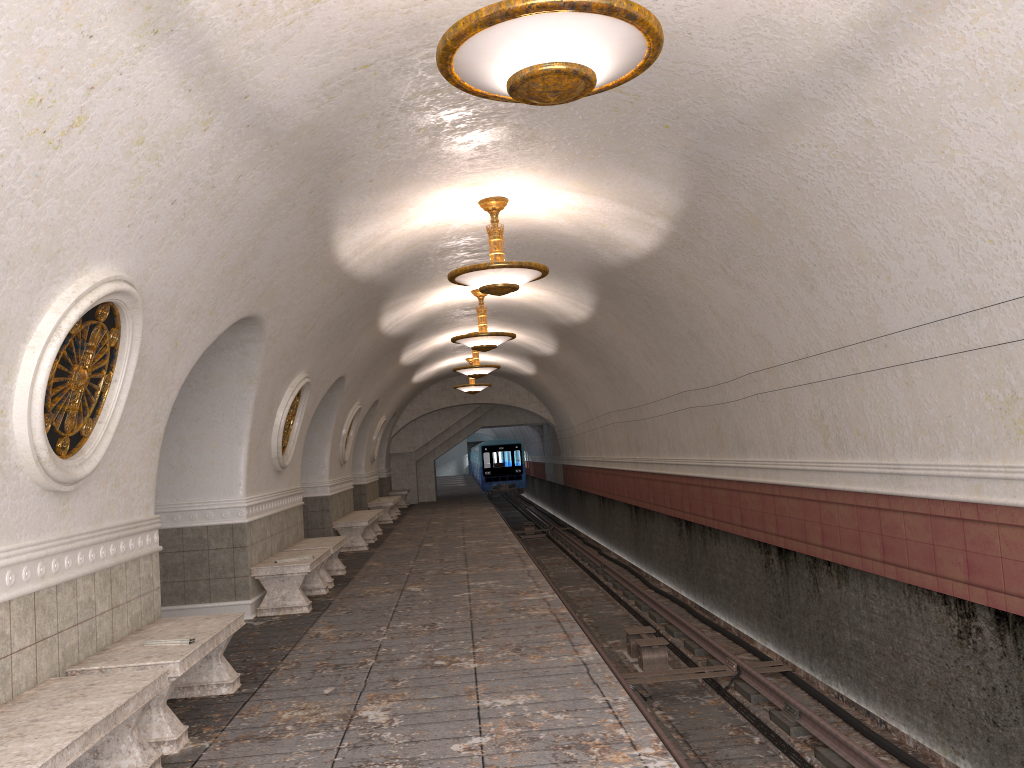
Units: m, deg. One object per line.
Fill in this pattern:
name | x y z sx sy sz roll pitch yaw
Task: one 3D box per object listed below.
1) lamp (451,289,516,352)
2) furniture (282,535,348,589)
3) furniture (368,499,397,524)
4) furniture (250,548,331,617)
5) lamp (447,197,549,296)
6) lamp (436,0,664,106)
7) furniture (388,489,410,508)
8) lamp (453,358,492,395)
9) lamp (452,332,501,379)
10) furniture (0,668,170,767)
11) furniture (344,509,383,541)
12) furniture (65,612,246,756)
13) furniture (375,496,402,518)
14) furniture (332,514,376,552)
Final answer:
lamp | -0.453 -0.961 13.610 1.008 0.955 1.008 -5 -4 12
furniture | -2.521 2.315 11.531 0.613 0.508 1.509 -4 -4 -4
furniture | -3.161 3.130 21.780 0.613 0.508 1.509 -4 -4 -4
furniture | -2.417 2.182 9.857 0.613 0.508 1.509 -4 -4 -4
lamp | -0.153 -1.343 8.805 1.008 0.955 1.008 -2 -5 -20
lamp | 0.148 -1.728 3.967 1.008 0.955 1.008 -2 -5 -20
furniture | -3.552 3.629 28.051 0.613 0.508 1.509 -4 -4 -4
lamp | -1.052 -0.197 23.219 1.008 0.955 1.008 -8 -6 42
lamp | -0.753 -0.579 18.414 1.008 0.955 1.008 -5 -4 12
furniture | -2.044 1.707 3.879 0.613 0.508 1.509 -4 -4 -4
furniture | -2.895 2.792 17.521 0.613 0.508 1.509 -4 -4 -4
furniture | -2.149 1.840 5.552 0.613 0.508 1.509 -4 -4 -4
furniture | -3.265 3.263 23.453 0.613 0.508 1.509 -4 -4 -4
furniture | -2.791 2.659 15.848 0.613 0.508 1.509 -4 -4 -4
